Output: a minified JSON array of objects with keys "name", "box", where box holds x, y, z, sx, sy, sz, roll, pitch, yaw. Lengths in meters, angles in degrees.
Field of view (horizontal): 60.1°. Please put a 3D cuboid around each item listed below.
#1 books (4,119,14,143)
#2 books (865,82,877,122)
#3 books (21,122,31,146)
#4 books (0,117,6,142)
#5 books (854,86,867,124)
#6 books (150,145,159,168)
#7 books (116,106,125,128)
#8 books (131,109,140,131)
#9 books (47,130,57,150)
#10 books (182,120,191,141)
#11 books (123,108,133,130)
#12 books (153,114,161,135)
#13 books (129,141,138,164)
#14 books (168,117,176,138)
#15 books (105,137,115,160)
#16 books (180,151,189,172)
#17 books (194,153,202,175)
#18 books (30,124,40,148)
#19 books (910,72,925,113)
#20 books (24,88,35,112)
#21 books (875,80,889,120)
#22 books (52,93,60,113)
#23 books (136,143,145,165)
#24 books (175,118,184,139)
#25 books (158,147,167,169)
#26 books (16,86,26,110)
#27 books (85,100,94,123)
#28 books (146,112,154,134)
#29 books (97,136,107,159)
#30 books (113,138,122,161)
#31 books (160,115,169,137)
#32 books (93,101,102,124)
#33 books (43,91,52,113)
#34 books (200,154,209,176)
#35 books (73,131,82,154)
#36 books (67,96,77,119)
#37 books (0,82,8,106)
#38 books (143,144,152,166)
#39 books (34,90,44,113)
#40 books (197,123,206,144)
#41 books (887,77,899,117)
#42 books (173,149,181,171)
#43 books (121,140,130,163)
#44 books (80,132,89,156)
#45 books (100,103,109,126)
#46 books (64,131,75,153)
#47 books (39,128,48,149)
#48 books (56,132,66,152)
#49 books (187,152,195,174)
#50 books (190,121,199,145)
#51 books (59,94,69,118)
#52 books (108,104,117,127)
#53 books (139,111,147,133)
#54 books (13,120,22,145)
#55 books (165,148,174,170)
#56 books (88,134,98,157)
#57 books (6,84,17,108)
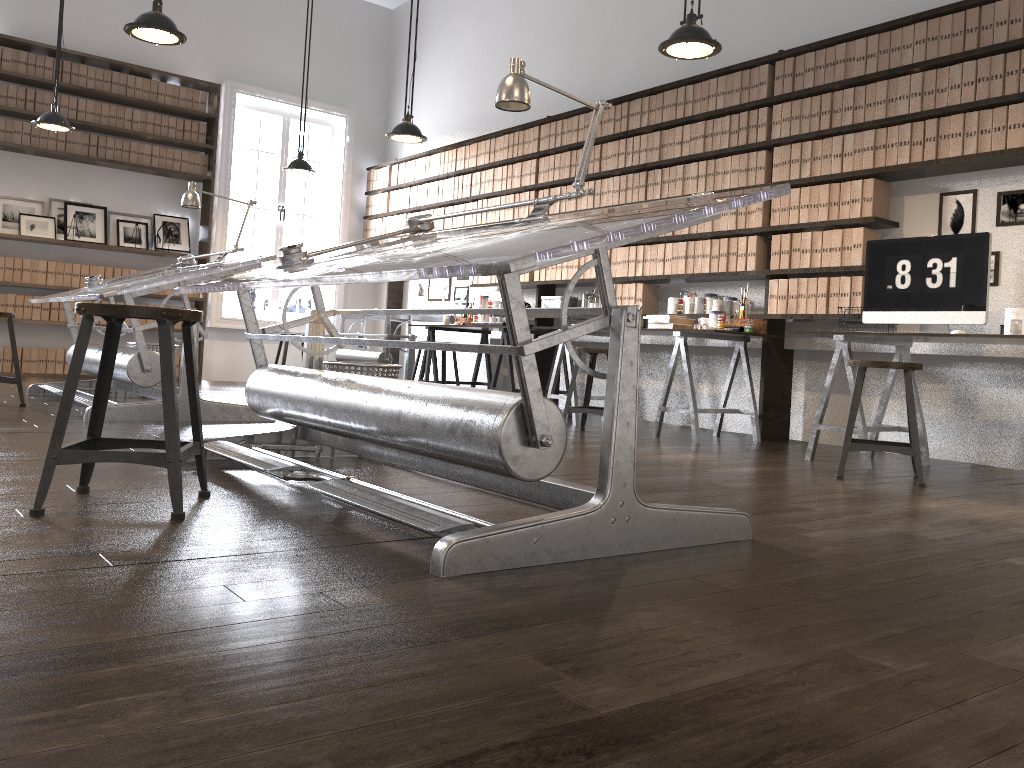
[{"name":"books","box":[-4.533,-2.254,7.967,0.066,0.226,0.175,4,0,-37]},{"name":"books","box":[2.108,-1.594,5.084,0.174,0.226,0.067,3,-1,-37]},{"name":"books","box":[-4.423,-2.251,8.046,0.067,0.226,0.175,4,0,-37]},{"name":"books","box":[-4.583,-2.256,7.923,0.067,0.226,0.175,4,0,-37]},{"name":"books","box":[2.065,-1.598,5.140,0.174,0.226,0.067,3,-1,-37]},{"name":"books","box":[-3.535,-2.221,8.717,0.067,0.226,0.175,4,0,-37]},{"name":"books","box":[-3.790,-2.541,8.521,0.066,0.226,0.175,4,0,-37]},{"name":"books","box":[-3.675,-2.537,8.605,0.066,0.226,0.175,4,0,-37]},{"name":"books","box":[-4.257,-2.245,8.174,0.066,0.226,0.174,4,0,-37]},{"name":"books","box":[-3.287,-2.524,8.896,0.067,0.226,0.175,4,0,-37]},{"name":"books","box":[-3.731,-2.539,8.560,0.067,0.226,0.175,4,0,-37]},{"name":"books","box":[-3.519,-2.532,8.726,0.066,0.226,0.175,4,0,-37]},{"name":"books","box":[-3.695,-2.226,8.594,0.067,0.226,0.175,4,0,-37]},{"name":"books","box":[-3.404,-2.528,8.808,0.066,0.226,0.174,4,0,-37]},{"name":"books","box":[-3.863,-2.232,8.470,0.066,0.226,0.174,4,0,-37]},{"name":"books","box":[-3.309,-2.213,8.885,0.066,0.226,0.175,4,0,-37]},{"name":"books","box":[-3.209,-2.210,8.967,0.066,0.226,0.175,4,0,-37]},{"name":"books","box":[-4.369,-2.249,8.091,0.066,0.226,0.175,4,0,-37]},{"name":"books","box":[2.266,-1.577,4.866,0.174,0.226,0.067,3,-1,-37]},{"name":"books","box":[-4.395,-2.562,8.058,0.067,0.226,0.175,4,0,-37]},{"name":"books","box":[2.144,-1.590,5.026,0.174,0.226,0.067,3,-1,-37]},{"name":"books","box":[-4.233,-2.556,8.179,0.067,0.226,0.175,4,0,-37]},{"name":"books","box":[-3.645,-2.224,8.638,0.066,0.226,0.175,4,0,-37]},{"name":"books","box":[-3.350,-2.527,8.855,0.066,0.226,0.175,4,0,-37]},{"name":"books","box":[-3.481,-2.219,8.762,0.066,0.226,0.175,4,0,-37]},{"name":"books","box":[-4.458,-2.564,8.017,0.066,0.226,0.175,4,0,-37]},{"name":"books","box":[-4.003,-2.549,8.358,0.066,0.226,0.175,4,0,-37]},{"name":"books","box":[-3.569,-2.534,8.681,0.067,0.226,0.175,4,0,-37]},{"name":"books","box":[-3.922,-2.234,8.431,0.066,0.226,0.175,4,0,-37]},{"name":"books","box":[-3.809,-2.230,8.516,0.066,0.226,0.174,4,0,-37]},{"name":"books","box":[-3.463,-2.530,8.769,0.066,0.226,0.174,4,0,-37]},{"name":"books","box":[-3.954,-2.547,8.397,0.066,0.226,0.175,4,0,-37]},{"name":"books","box":[-4.286,-2.558,8.145,0.066,0.226,0.175,4,0,-37]},{"name":"books","box":[-3.154,-2.208,9.010,0.066,0.226,0.175,4,0,-37]},{"name":"books","box":[-4.092,-2.240,8.299,0.066,0.226,0.175,4,0,-37]},{"name":"books","box":[-4.120,-2.553,8.269,0.066,0.226,0.174,4,0,-37]},{"name":"books","box":[-4.571,-2.568,7.932,0.066,0.226,0.174,4,0,-37]},{"name":"books","box":[-3.594,-2.223,8.675,0.066,0.226,0.175,4,0,-37]},{"name":"books","box":[-4.340,-2.560,8.107,0.066,0.226,0.175,4,0,-37]},{"name":"books","box":[-3.169,-2.521,8.988,0.066,0.226,0.175,4,0,-37]},{"name":"books","box":[2.187,-1.586,4.976,0.174,0.226,0.067,3,-1,-37]},{"name":"books","box":[-3.369,-2.215,8.844,0.066,0.226,0.174,4,0,-37]},{"name":"books","box":[-3.753,-2.228,8.558,0.066,0.226,0.175,4,0,-37]},{"name":"books","box":[-4.041,-2.238,8.341,0.066,0.226,0.175,4,0,-37]},{"name":"books","box":[-3.898,-2.545,8.433,0.067,0.226,0.175,4,0,-37]},{"name":"books","box":[-4.140,-2.241,8.258,0.067,0.226,0.175,4,0,-37]},{"name":"books","box":[-4.315,-2.247,8.135,0.066,0.226,0.174,4,0,-37]},{"name":"books","box":[-4.197,-2.243,8.214,0.066,0.226,0.175,4,0,-37]},{"name":"books","box":[-3.256,-2.211,8.925,0.067,0.226,0.175,4,0,-37]},{"name":"books","box":[-3.231,-2.523,8.945,0.066,0.226,0.175,4,0,-37]},{"name":"books","box":[-4.175,-2.554,8.223,0.066,0.226,0.175,4,0,-37]},{"name":"books","box":[-3.846,-2.543,8.481,0.066,0.226,0.174,4,0,-37]},{"name":"books","box":[-3.625,-2.536,8.645,0.066,0.226,0.175,4,0,-37]},{"name":"books","box":[-4.482,-2.253,8.004,0.066,0.226,0.175,4,0,-37]},{"name":"books","box":[-3.427,-2.217,8.806,0.066,0.226,0.174,4,0,-37]},{"name":"books","box":[-3.979,-2.236,8.381,0.067,0.226,0.175,4,0,-37]},{"name":"books","box":[-4.512,-2.566,7.971,0.066,0.226,0.174,4,0,-37]}]
